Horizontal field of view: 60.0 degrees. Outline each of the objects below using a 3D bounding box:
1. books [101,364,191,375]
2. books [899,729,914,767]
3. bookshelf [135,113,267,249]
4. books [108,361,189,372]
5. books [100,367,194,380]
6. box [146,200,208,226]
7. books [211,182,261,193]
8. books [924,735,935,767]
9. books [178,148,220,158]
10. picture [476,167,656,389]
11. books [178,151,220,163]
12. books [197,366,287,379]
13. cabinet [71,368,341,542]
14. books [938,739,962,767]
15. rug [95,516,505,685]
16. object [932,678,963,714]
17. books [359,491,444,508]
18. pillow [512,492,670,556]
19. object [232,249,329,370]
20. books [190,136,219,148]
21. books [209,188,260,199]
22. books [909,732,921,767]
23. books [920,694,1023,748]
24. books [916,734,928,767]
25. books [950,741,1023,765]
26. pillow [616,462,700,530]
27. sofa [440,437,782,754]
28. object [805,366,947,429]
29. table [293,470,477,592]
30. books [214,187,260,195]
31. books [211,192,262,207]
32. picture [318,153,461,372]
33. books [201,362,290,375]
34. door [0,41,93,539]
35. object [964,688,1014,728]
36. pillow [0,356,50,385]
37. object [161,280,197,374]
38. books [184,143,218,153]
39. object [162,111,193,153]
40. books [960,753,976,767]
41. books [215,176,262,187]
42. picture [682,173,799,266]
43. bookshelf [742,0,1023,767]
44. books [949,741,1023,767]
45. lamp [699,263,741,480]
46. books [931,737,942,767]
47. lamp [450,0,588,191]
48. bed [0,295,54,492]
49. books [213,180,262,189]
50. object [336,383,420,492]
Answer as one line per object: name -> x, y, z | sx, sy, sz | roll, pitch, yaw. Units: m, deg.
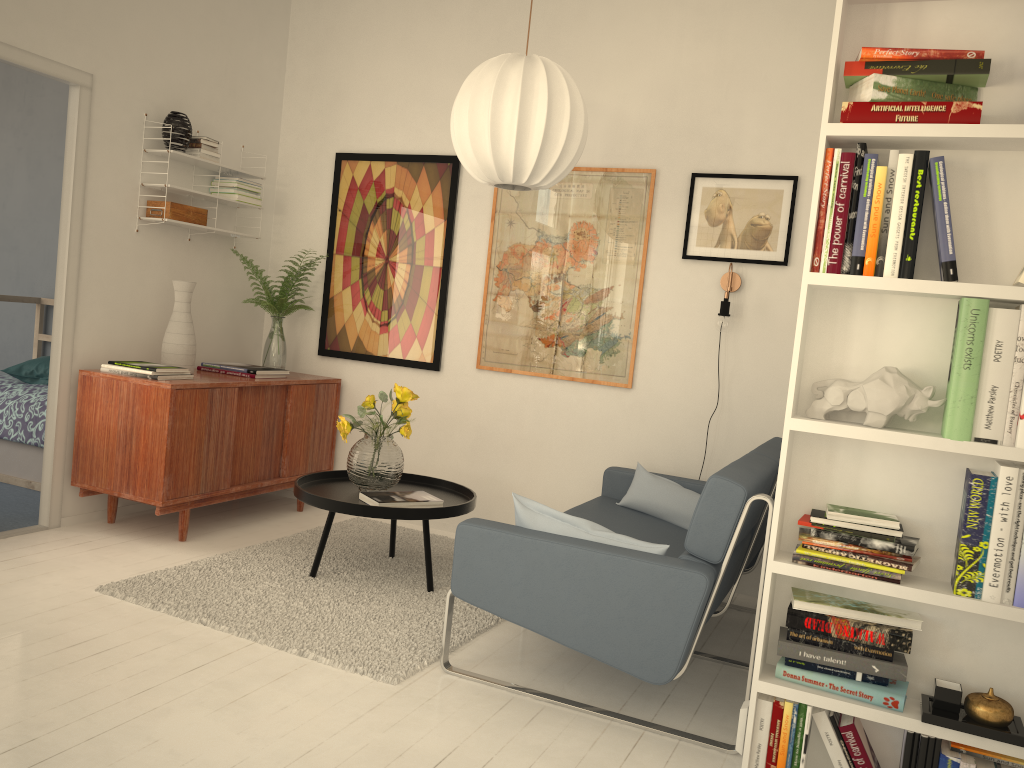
books -> -1.663, -0.066, 4.037 | 0.296, 0.015, 0.240 | 8, 4, 22
books -> 0.962, 0.918, 2.175 | 0.015, 0.214, 0.202 | 7, 4, 23
bookshelf -> -1.548, -1.001, 4.498 | 0.184, 0.564, 0.695 | 8, 4, 23
books -> -1.651, -0.080, 4.032 | 0.311, 0.015, 0.192 | 8, 5, 26
books -> -1.656, -0.049, 4.035 | 0.320, 0.020, 0.237 | 7, 4, 19
box -> -1.641, -0.834, 4.346 | 0.152, 0.084, 0.266 | 8, 4, 23
books -> -1.459, -1.039, 4.692 | 0.173, 0.023, 0.190 | 8, 4, 23
books -> 1.004, 0.923, 2.159 | 0.015, 0.214, 0.202 | 7, 4, 23
books -> -1.557, -1.148, 4.408 | 0.158, 0.019, 0.131 | 8, 4, 25
picture -> 0.250, -0.551, 4.420 | 0.838, 1.052, 0.012 | 8, 4, 23
books -> -1.568, -1.126, 4.411 | 0.159, 0.028, 0.147 | 7, 4, 20
books -> -1.396, -0.062, 4.595 | 0.371, 0.022, 0.259 | 8, 4, 23
cabinet -> -1.485, 0.314, 4.482 | 0.546, 0.727, 1.262 | 8, 4, 23
books -> 1.048, 0.947, 2.154 | 0.044, 0.179, 0.224 | 8, 4, 23
rug -> -0.593, 0.819, 3.746 | 1.304, 0.012, 1.661 | 8, 4, 25
object -> 1.035, 0.743, 2.110 | 0.058, 0.055, 0.058 | 8, 4, 23
books -> -0.453, 0.475, 3.630 | 0.289, 0.031, 0.200 | 3, 5, -33
pillow -> 0.222, 0.536, 2.724 | 0.534, 0.353, 0.141 | 8, 4, 23
object -> -1.263, -0.402, 4.856 | 0.476, 0.685, 0.398 | 8, 4, 25
books -> -1.555, -1.199, 4.393 | 0.178, 0.036, 0.145 | 7, 4, 16
books -> -1.466, -1.007, 4.694 | 0.168, 0.021, 0.197 | 8, 4, 26
books -> 0.979, 0.920, 2.175 | 0.015, 0.214, 0.202 | 7, 4, 23
books -> 1.073, 0.784, 2.072 | 0.215, 0.023, 0.130 | 8, 4, 23
books -> 0.988, 0.922, 2.158 | 0.015, 0.214, 0.202 | 7, 4, 23
books -> 1.121, 0.854, 2.088 | 0.165, 0.006, 0.103 | 8, 4, 23
pillow -> 0.733, 0.516, 3.894 | 0.540, 0.277, 0.157 | 8, 4, 25
sofa -> 0.528, 0.584, 3.297 | 0.964, 0.773, 1.603 | 8, 4, 23
object -> 0.887, 0.029, 2.163 | 0.311, 0.150, 0.137 | 8, 5, 31
table -> -0.550, 0.629, 3.771 | 0.761, 0.385, 0.761 | 9, 5, 39
books -> -1.458, -1.023, 4.708 | 0.147, 0.012, 0.195 | 7, 4, 21
books -> -1.460, -0.978, 4.701 | 0.179, 0.037, 0.190 | 8, 4, 23
picture -> -0.680, -0.676, 4.818 | 0.779, 1.133, 0.018 | 8, 4, 23
books -> -1.379, -0.081, 4.594 | 0.368, 0.020, 0.255 | 8, 4, 26
door -> -2.542, -0.399, 3.709 | 0.882, 2.032, 0.955 | 8, 4, 23
object -> 1.413, 0.366, 1.014 | 0.778, 1.710, 2.089 | 6, 4, 4
pillow -> -2.645, -0.079, 5.105 | 0.378, 0.153, 0.415 | 6, 4, 0
object -> -1.610, -0.277, 4.312 | 0.158, 0.445, 0.160 | 4, 4, -27
books -> -1.566, -1.171, 4.405 | 0.155, 0.024, 0.136 | 7, 4, 16
object -> -1.606, -1.205, 4.251 | 0.139, 0.200, 0.139 | 4, 4, -23
books -> 1.079, 0.953, 2.135 | 0.032, 0.176, 0.222 | 7, 4, 23
books -> -1.446, -1.069, 4.691 | 0.147, 0.016, 0.195 | 7, 4, 21
picture -> 1.041, -0.759, 4.070 | 0.481, 0.402, 0.015 | 8, 4, 23
bookshelf -> 1.090, -0.344, 2.115 | 0.710, 2.899, 0.249 | 8, 4, 23
books -> 1.140, 0.864, 2.100 | 0.193, 0.011, 0.130 | 8, 4, 23
lamp -> 0.800, 0.135, 4.122 | 0.360, 1.415, 0.112 | 8, 4, 23
books -> 1.020, 0.925, 2.158 | 0.015, 0.214, 0.202 | 7, 4, 23
lamp -> 0.067, -1.391, 3.484 | 0.536, 1.228, 0.536 | 4, 4, -33
bed -> -2.597, 0.024, 5.141 | 1.656, 0.973, 0.934 | 8, 4, 23
books -> -1.452, -1.056, 4.696 | 0.153, 0.013, 0.197 | 8, 4, 26
object -> -0.581, 0.227, 3.810 | 0.361, 0.471, 0.291 | 4, 4, -28
